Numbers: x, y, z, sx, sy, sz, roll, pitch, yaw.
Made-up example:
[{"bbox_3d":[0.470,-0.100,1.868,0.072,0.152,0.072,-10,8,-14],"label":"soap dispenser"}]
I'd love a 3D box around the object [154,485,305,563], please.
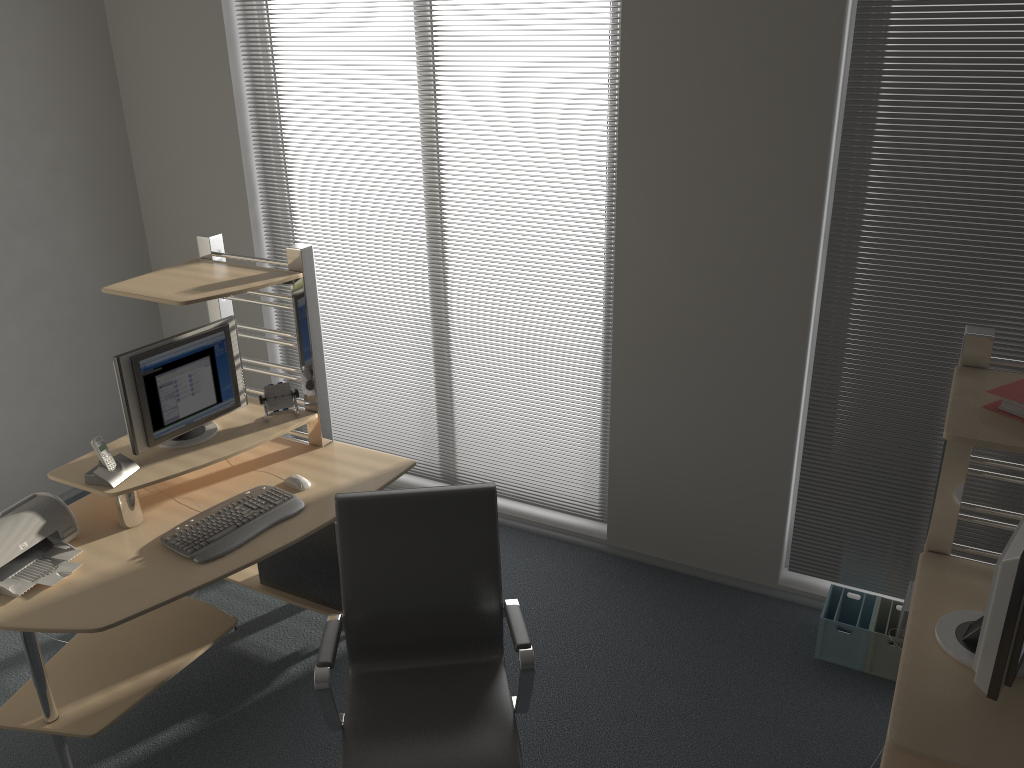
[{"bbox_3d":[-1.193,0.444,3.265,0.814,0.082,0.478,14,27,33],"label":"object"}]

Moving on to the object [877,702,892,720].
[{"bbox_3d":[1.249,0.916,2.026,0.814,0.082,0.478,14,27,33],"label":"object"}]

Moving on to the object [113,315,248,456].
[{"bbox_3d":[-1.258,-0.001,3.349,0.245,0.418,0.516,19,30,39],"label":"object"}]

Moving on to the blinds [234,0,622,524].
[{"bbox_3d":[-0.425,-0.763,4.160,1.950,2.749,0.037,11,25,26],"label":"blinds"}]

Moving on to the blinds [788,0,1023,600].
[{"bbox_3d":[2.056,-0.301,2.944,1.950,2.770,0.022,11,25,26],"label":"blinds"}]

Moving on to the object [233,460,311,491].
[{"bbox_3d":[-1.060,0.317,3.554,0.742,0.088,0.168,12,26,28],"label":"object"}]

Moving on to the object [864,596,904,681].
[{"bbox_3d":[1.494,1.000,3.443,0.185,0.202,0.245,11,25,26],"label":"object"}]

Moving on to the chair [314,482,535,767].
[{"bbox_3d":[-0.244,0.918,2.602,0.584,1.048,0.652,-3,23,-6],"label":"chair"}]

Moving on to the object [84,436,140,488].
[{"bbox_3d":[-1.407,0.256,3.090,0.119,0.151,0.150,4,23,13],"label":"object"}]

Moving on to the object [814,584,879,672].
[{"bbox_3d":[1.330,0.969,3.524,0.185,0.202,0.245,11,25,26],"label":"object"}]

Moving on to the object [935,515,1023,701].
[{"bbox_3d":[1.197,0.456,2.146,0.516,0.418,0.245,-19,29,-36],"label":"object"}]

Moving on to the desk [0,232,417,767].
[{"bbox_3d":[-1.146,0.436,3.124,0.967,1.566,1.469,11,25,26],"label":"desk"}]

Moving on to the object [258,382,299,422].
[{"bbox_3d":[-0.929,0.066,3.539,0.154,0.135,0.093,-11,25,-23],"label":"object"}]

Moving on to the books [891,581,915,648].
[{"bbox_3d":[1.506,0.937,3.410,0.068,0.306,0.220,11,25,26],"label":"books"}]

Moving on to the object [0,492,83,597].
[{"bbox_3d":[-1.573,0.528,2.844,0.351,0.162,0.438,7,24,18],"label":"object"}]

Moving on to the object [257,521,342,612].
[{"bbox_3d":[-0.825,0.664,3.686,0.471,0.422,0.199,11,25,26],"label":"object"}]

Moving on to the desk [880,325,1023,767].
[{"bbox_3d":[1.328,0.897,1.909,0.967,1.566,1.469,11,25,26],"label":"desk"}]

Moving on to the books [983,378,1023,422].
[{"bbox_3d":[1.335,0.031,2.088,0.320,0.072,0.262,-14,26,-27],"label":"books"}]
